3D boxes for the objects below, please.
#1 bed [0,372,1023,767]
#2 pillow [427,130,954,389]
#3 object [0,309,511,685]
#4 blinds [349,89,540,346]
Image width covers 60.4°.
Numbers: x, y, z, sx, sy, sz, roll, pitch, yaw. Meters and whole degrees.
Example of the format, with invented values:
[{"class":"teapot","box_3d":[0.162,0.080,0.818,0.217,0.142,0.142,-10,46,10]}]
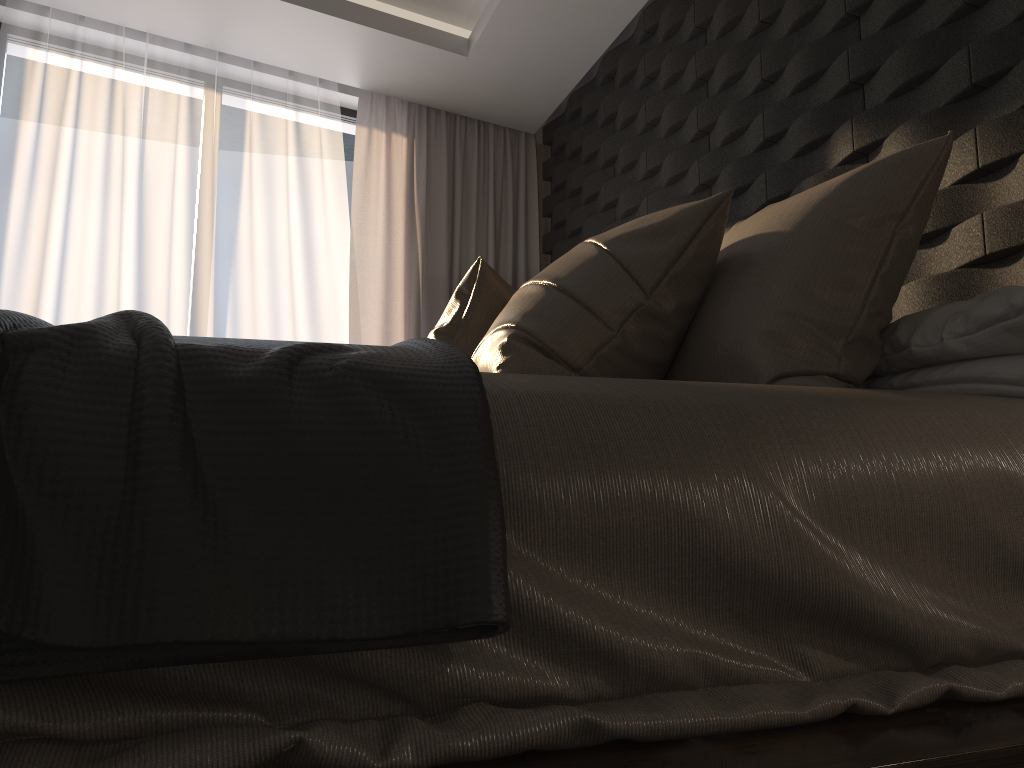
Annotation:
[{"class":"bed","box_3d":[-0.173,0.376,1.598,2.384,0.625,2.200,3,-9,-21]},{"class":"pillow","box_3d":[0.193,-0.148,1.883,0.933,0.519,1.210,3,-9,-19]},{"class":"object","box_3d":[-0.606,0.176,1.442,0.643,0.323,1.969,3,-9,-20]},{"class":"blinds","box_3d":[-0.261,-0.237,4.236,1.051,2.644,0.323,6,-11,-31]}]
